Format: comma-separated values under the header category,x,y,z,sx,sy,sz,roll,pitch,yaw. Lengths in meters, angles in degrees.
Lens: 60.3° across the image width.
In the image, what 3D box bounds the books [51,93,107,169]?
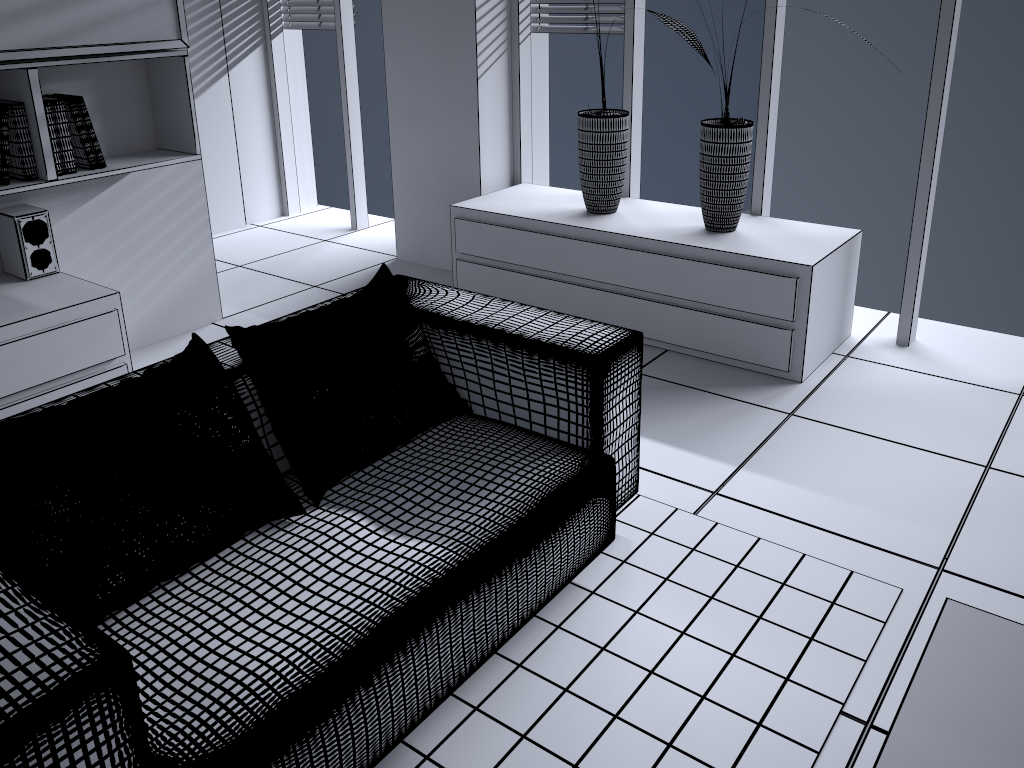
category,x,y,z,sx,sy,sz,roll,pitch,yaw
books,-1.561,-0.909,3.166,0.210,0.251,0.076,15,25,35

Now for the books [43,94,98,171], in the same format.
category,x,y,z,sx,sy,sz,roll,pitch,yaw
books,-1.581,-0.898,3.143,0.210,0.251,0.076,15,25,36

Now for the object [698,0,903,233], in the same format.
category,x,y,z,sx,sy,sz,roll,pitch,yaw
object,0.693,-1.426,3.162,1.565,1.798,0.711,12,24,30

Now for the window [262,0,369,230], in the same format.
category,x,y,z,sx,sy,sz,roll,pitch,yaw
window,-1.219,-2.430,5.133,0.697,3.016,0.102,14,24,36

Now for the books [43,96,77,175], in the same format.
category,x,y,z,sx,sy,sz,roll,pitch,yaw
books,-1.621,-0.875,3.095,0.210,0.249,0.051,15,25,35

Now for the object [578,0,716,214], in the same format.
category,x,y,z,sx,sy,sz,roll,pitch,yaw
object,0.460,-2.179,3.529,0.498,2.881,1.470,-9,22,-22

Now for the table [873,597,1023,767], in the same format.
category,x,y,z,sx,sy,sz,roll,pitch,yaw
table,0.646,0.831,0.934,0.658,0.375,1.231,15,29,33

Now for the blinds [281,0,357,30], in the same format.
category,x,y,z,sx,sy,sz,roll,pitch,yaw
blinds,-1.177,-3.000,5.007,0.644,1.835,0.040,14,24,36

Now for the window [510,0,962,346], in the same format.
category,x,y,z,sx,sy,sz,roll,pitch,yaw
window,2.214,-1.367,2.628,5.575,3.014,0.102,16,26,35

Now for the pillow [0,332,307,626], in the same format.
category,x,y,z,sx,sy,sz,roll,pitch,yaw
pillow,-0.737,0.196,1.758,0.344,0.375,0.582,13,27,32

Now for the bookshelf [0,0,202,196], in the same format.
category,x,y,z,sx,sy,sz,roll,pitch,yaw
bookshelf,-2.167,-0.979,2.231,0.331,1.207,2.888,13,27,34

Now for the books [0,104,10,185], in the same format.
category,x,y,z,sx,sy,sz,roll,pitch,yaw
books,-1.735,-0.803,2.934,0.210,0.251,0.076,15,25,35

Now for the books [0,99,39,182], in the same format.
category,x,y,z,sx,sy,sz,roll,pitch,yaw
books,-1.697,-0.827,2.986,0.210,0.249,0.051,15,25,36

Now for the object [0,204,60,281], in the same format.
category,x,y,z,sx,sy,sz,roll,pitch,yaw
object,-1.721,-0.503,3.124,0.179,0.223,0.122,15,26,35

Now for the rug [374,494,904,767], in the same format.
category,x,y,z,sx,sy,sz,roll,pitch,yaw
rug,-0.447,0.665,1.797,1.822,0.001,2.288,16,29,33

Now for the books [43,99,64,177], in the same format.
category,x,y,z,sx,sy,sz,roll,pitch,yaw
books,-1.648,-0.857,3.055,0.210,0.249,0.051,15,25,35

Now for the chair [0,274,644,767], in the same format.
category,x,y,z,sx,sy,sz,roll,pitch,yaw
chair,-0.470,0.295,1.965,0.972,0.532,1.690,15,29,33

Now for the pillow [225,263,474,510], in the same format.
category,x,y,z,sx,sy,sz,roll,pitch,yaw
pillow,-0.388,-0.028,2.188,0.303,0.384,0.581,13,26,32

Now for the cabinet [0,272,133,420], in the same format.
category,x,y,z,sx,sy,sz,roll,pitch,yaw
cabinet,-2.199,0.230,2.316,0.581,0.434,2.327,15,29,33

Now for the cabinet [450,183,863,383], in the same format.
category,x,y,z,sx,sy,sz,roll,pitch,yaw
cabinet,0.553,-0.508,3.840,1.697,0.434,0.611,17,28,34

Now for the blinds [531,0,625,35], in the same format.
category,x,y,z,sx,sy,sz,roll,pitch,yaw
blinds,0.324,-2.523,3.889,0.644,1.816,0.058,14,24,36
